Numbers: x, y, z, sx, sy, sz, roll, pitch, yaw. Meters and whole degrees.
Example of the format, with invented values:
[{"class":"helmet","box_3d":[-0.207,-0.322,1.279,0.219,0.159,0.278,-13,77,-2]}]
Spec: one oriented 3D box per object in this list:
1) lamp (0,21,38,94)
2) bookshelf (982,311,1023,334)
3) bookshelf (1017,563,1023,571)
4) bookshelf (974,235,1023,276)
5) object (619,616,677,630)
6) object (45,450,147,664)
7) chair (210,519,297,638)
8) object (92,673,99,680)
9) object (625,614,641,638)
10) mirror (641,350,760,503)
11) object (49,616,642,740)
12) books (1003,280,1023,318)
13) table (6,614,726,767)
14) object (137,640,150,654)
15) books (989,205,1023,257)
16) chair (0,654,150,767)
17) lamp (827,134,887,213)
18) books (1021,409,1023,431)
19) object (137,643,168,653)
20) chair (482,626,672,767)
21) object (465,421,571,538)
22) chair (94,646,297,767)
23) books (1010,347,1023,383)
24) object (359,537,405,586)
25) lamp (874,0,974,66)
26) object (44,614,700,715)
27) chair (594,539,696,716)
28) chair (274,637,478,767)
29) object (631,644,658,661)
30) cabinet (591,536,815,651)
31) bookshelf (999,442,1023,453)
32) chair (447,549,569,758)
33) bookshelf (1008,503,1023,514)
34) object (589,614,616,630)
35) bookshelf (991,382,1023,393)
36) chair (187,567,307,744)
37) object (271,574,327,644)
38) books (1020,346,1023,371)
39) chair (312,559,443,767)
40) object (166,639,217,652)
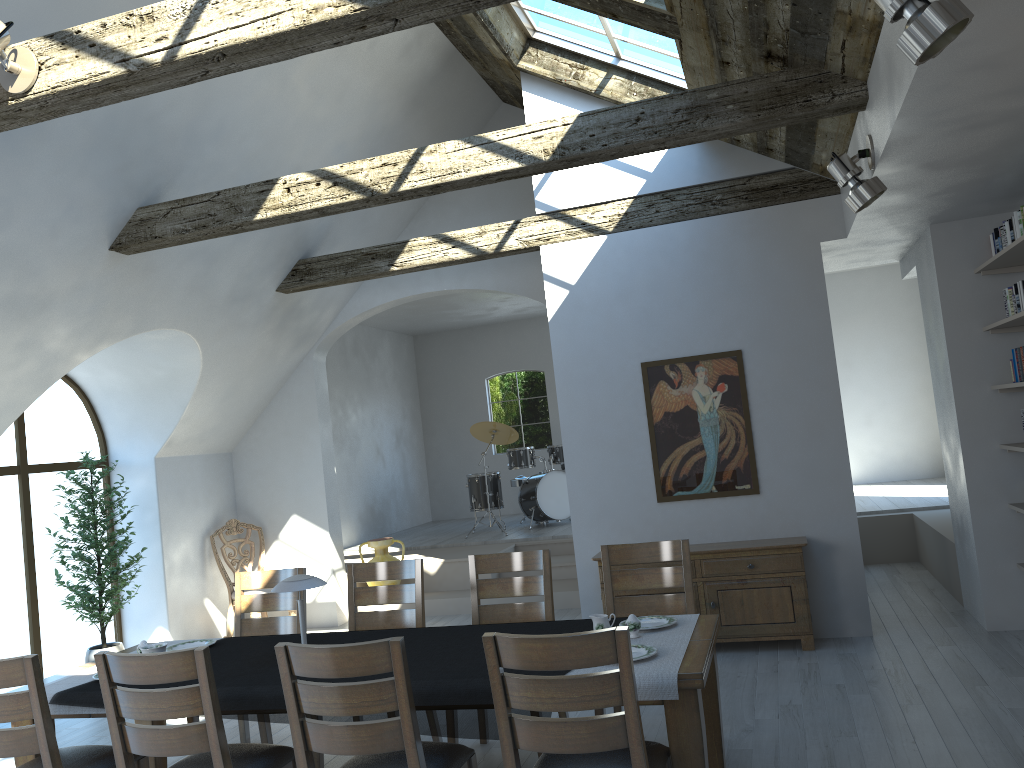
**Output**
[{"class":"lamp","box_3d":[-1.933,-1.200,3.223,0.233,0.311,0.354,-7,-4,16]},{"class":"bookshelf","box_3d":[2.219,-0.488,2.193,0.315,0.070,7.825,-7,-4,16]},{"class":"bookshelf","box_3d":[2.392,1.081,2.089,0.315,0.070,7.825,-7,-4,16]},{"class":"bookshelf","box_3d":[2.176,-0.880,2.218,0.315,0.070,7.825,-7,-4,16]},{"class":"object","box_3d":[0.591,1.041,3.849,0.250,0.017,0.253,-7,-4,16]},{"class":"object","box_3d":[-3.397,1.498,7.303,0.718,1.920,0.737,-9,-5,35]},{"class":"chair","box_3d":[-2.461,1.864,8.492,0.655,1.159,0.552,-10,-5,41]},{"class":"object","box_3d":[-1.765,1.312,4.025,0.250,0.017,0.253,-7,-4,16]},{"class":"object","box_3d":[0.503,1.002,3.680,0.064,0.092,0.064,-6,-4,-6]},{"class":"mirror","box_3d":[1.370,0.315,6.495,0.736,1.047,0.009,-7,-4,16]},{"class":"object","box_3d":[-0.640,1.305,3.932,2.456,0.227,1.073,-7,-4,16]},{"class":"books","box_3d":[3.264,-0.527,5.578,0.214,0.220,0.490,-7,-4,16]},{"class":"table","box_3d":[-0.635,1.567,3.914,3.078,0.737,0.939,-7,-4,16]},{"class":"object","box_3d":[-1.796,1.298,4.327,0.064,0.092,0.064,-9,-5,35]},{"class":"books","box_3d":[2.907,-0.962,4.532,0.242,0.237,2.981,-7,-4,16]},{"class":"chair","box_3d":[-1.873,1.546,3.582,0.514,1.006,0.605,-7,-4,16]},{"class":"lamp","box_3d":[1.777,-1.073,4.563,0.265,0.386,0.235,-9,-5,38]},{"class":"books","box_3d":[3.349,0.258,5.520,0.214,0.220,0.490,-7,-4,16]},{"class":"object","box_3d":[-1.703,1.286,4.218,0.130,0.081,0.124,-4,-4,-31]},{"class":"chair","box_3d":[0.257,1.271,2.960,0.514,1.006,0.605,-7,-4,16]},{"class":"object","box_3d":[0.246,1.139,11.570,2.354,1.383,1.465,-4,-4,-29]},{"class":"chair","box_3d":[-1.163,1.455,3.375,0.514,1.006,0.605,-7,-4,16]},{"class":"books","box_3d":[3.355,-0.131,5.715,0.209,0.220,0.278,-7,-4,15]},{"class":"object","box_3d":[-1.314,1.891,9.067,0.402,0.605,0.396,-4,-4,-27]},{"class":"lamp","box_3d":[1.200,-1.138,2.615,0.265,0.386,0.235,-9,-5,38]},{"class":"object","box_3d":[-0.653,1.234,3.935,2.872,0.077,1.050,-7,-4,16]},{"class":"chair","box_3d":[0.675,1.318,4.371,0.514,1.006,0.605,-7,-4,16]},{"class":"chair","box_3d":[-0.453,1.363,3.167,0.514,1.006,0.605,-7,-4,16]},{"class":"object","box_3d":[0.427,1.028,3.370,0.250,0.017,0.253,-7,-4,16]},{"class":"cabinet","box_3d":[1.359,1.515,6.279,1.481,0.714,0.383,-7,-4,16]},{"class":"bookshelf","box_3d":[2.305,0.297,2.141,0.315,0.070,7.825,-7,-4,16]},{"class":"chair","box_3d":[-0.035,1.410,4.579,0.514,1.006,0.605,-7,-4,16]},{"class":"bookshelf","box_3d":[2.348,0.689,2.115,0.315,0.070,7.825,-7,-4,16]},{"class":"object","box_3d":[0.382,1.016,3.726,0.100,0.098,0.071,-5,-4,-15]},{"class":"bookshelf","box_3d":[2.262,-0.096,2.167,0.315,0.070,7.825,-7,-4,16]},{"class":"chair","box_3d":[-1.455,1.593,4.993,0.514,1.006,0.605,-7,-4,16]},{"class":"object","box_3d":[-0.953,1.048,4.023,0.251,0.362,0.251,-9,-5,39]},{"class":"books","box_3d":[3.265,-0.140,5.417,0.189,0.224,0.345,-7,-4,16]},{"class":"chair","box_3d":[-0.745,1.502,4.786,0.514,1.006,0.605,-7,-4,16]},{"class":"object","box_3d":[-1.624,1.327,4.478,0.250,0.017,0.253,-7,-4,16]}]
